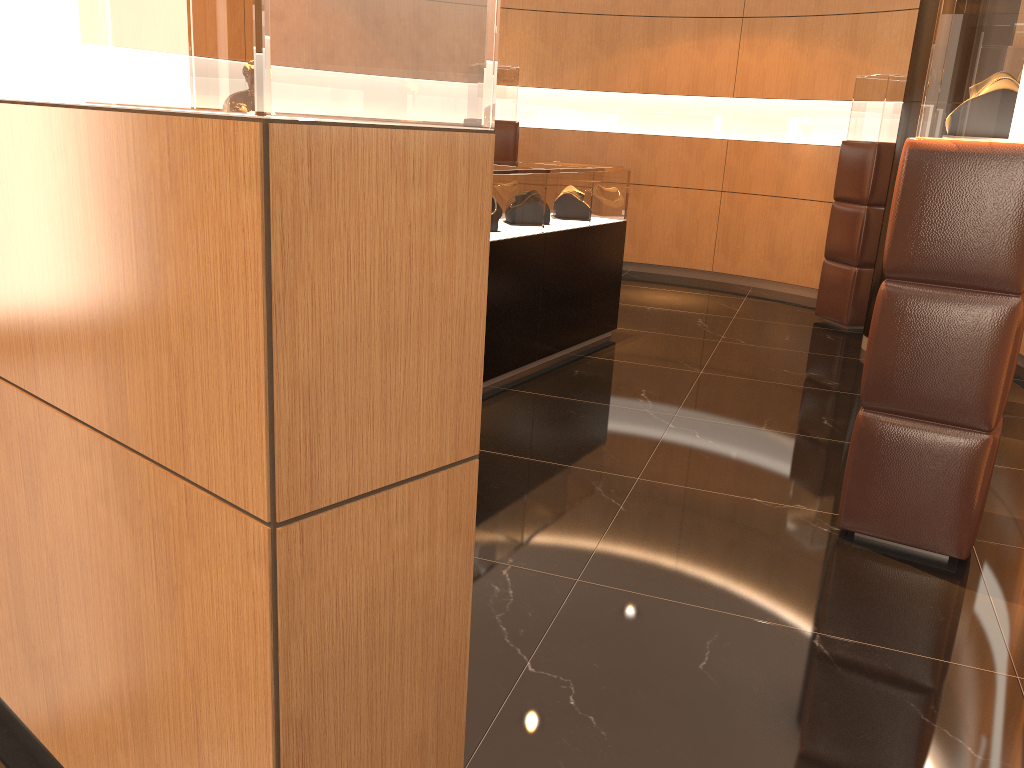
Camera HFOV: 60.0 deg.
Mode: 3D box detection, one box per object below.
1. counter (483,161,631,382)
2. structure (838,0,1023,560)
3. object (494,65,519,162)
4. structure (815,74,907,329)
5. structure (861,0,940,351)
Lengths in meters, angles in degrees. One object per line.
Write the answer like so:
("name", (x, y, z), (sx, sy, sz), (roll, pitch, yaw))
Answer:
("counter", (-0.077, -0.761, 5.535), (0.615, 1.173, 2.514), (12, 18, 28))
("structure", (1.626, -0.386, 3.243), (0.498, 1.968, 0.484), (12, 18, 28))
("object", (-0.234, -2.113, 8.839), (0.484, 2.000, 0.498), (-1, 17, -16))
("structure", (2.954, -1.467, 7.280), (0.484, 2.000, 0.498), (-1, 17, -16))
("structure", (3.034, -1.881, 6.159), (0.613, 3.430, 0.613), (14, 19, 32))
